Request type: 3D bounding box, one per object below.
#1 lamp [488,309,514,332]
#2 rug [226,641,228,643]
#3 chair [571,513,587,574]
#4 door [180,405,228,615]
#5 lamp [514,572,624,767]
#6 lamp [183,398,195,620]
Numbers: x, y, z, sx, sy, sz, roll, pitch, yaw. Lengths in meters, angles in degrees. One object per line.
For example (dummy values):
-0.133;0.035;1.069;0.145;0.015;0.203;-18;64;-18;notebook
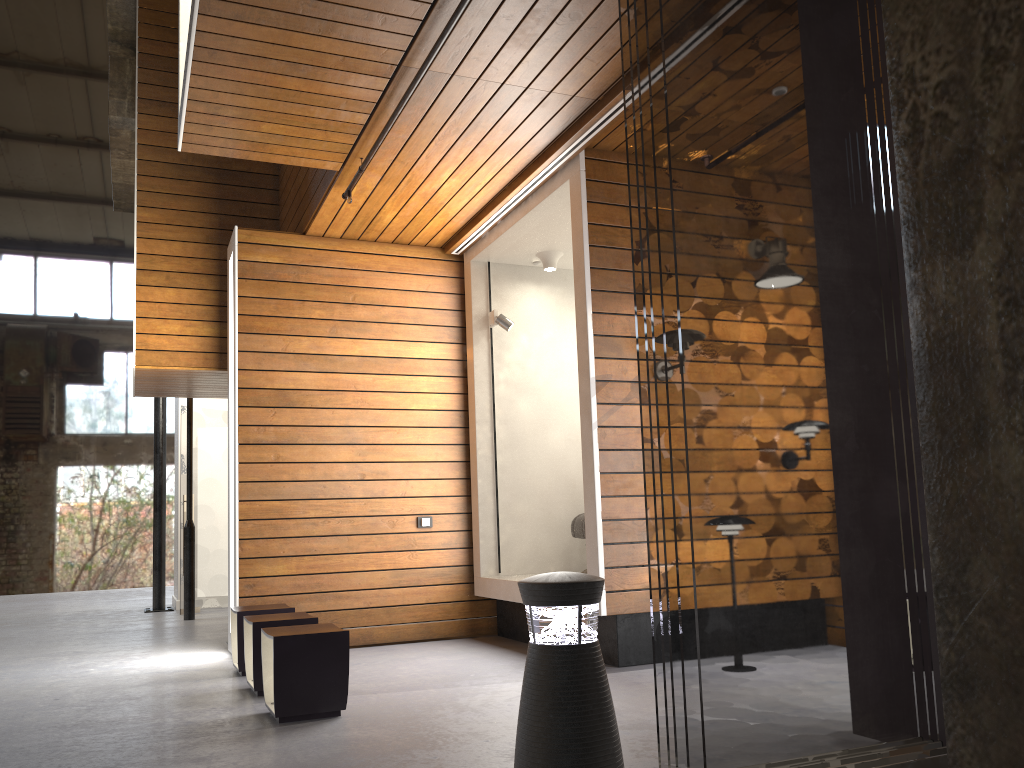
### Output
-0.099;-0.485;6.821;0.249;0.187;0.130;-8;-9;35;lamp
-1.479;2.053;7.212;1.578;0.014;0.543;2;-10;-23;rug
0.885;0.868;6.618;0.825;1.065;0.760;-1;-7;-8;chair
-3.335;1.452;10.318;0.147;2.291;1.290;-6;-8;29;door
0.164;0.927;2.712;0.348;0.692;0.350;0;-7;-17;lamp
-3.390;1.059;9.315;0.630;2.931;0.633;-4;-7;18;lamp
